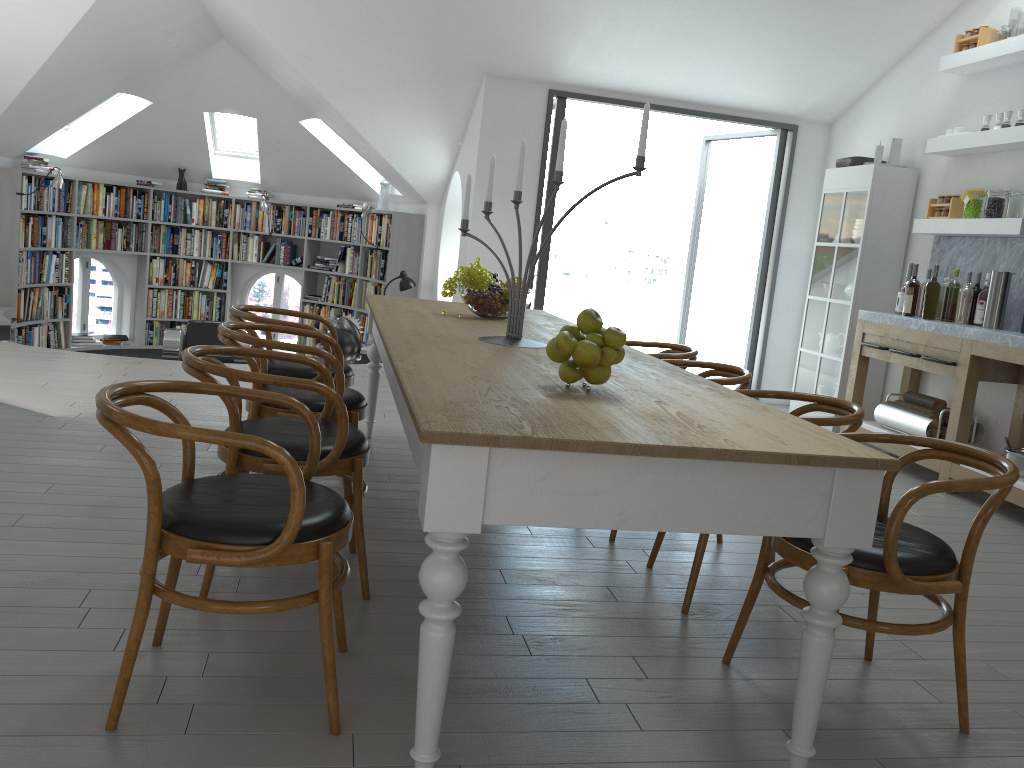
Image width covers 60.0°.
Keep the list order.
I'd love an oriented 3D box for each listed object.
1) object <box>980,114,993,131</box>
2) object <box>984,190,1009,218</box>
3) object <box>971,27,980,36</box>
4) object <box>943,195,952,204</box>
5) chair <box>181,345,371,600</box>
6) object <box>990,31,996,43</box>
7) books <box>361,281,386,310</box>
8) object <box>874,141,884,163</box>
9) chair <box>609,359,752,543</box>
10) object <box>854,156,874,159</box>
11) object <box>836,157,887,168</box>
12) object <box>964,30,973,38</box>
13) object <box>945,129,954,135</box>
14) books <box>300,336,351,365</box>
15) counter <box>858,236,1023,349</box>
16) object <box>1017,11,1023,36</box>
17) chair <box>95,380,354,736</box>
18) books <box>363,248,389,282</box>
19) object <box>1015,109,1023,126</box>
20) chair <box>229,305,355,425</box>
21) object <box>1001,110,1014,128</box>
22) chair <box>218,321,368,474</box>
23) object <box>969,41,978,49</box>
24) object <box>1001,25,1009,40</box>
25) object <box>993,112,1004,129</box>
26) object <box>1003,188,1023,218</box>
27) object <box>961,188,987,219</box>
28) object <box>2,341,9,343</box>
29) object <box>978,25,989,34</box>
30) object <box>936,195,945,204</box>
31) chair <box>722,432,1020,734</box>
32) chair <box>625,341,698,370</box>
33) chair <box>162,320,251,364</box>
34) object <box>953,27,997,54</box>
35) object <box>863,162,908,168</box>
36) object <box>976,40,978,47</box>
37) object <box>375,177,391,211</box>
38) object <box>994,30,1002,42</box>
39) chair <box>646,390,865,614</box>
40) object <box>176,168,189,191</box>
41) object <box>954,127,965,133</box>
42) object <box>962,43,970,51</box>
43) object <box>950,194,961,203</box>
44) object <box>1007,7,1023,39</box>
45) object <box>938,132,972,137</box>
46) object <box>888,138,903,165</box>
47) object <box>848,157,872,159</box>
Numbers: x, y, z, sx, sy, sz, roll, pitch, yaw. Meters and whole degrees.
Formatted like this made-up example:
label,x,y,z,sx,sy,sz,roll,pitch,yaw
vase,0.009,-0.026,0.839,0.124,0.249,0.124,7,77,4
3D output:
label,x,y,z,sx,sy,sz,roll,pitch,yaw
object,2.988,-1.634,5.585,0.064,0.124,0.068,4,8,-18
object,2.973,-1.102,5.455,0.120,0.182,0.120,7,8,3
object,3.019,-2.279,5.765,0.058,0.075,0.059,8,8,11
object,2.905,-1.223,5.902,0.058,0.075,0.059,8,8,11
chair,-0.765,0.269,2.879,0.621,0.732,0.530,4,8,-17
object,3.049,-2.161,5.583,0.082,0.105,0.082,-1,11,-43
books,-1.439,-0.963,10.081,0.275,0.346,1.025,2,10,-27
object,2.673,-1.680,6.457,0.054,0.195,0.054,8,8,13
chair,0.687,0.268,3.869,0.621,0.732,0.530,4,8,-15
object,2.656,-1.660,6.755,0.170,0.119,0.171,4,9,-12
object,2.654,-1.642,6.757,0.298,0.119,0.300,4,9,-12
object,3.006,-2.290,5.830,0.058,0.075,0.059,8,8,11
object,2.928,-1.662,5.907,0.057,0.061,0.058,4,8,-12
books,-2.013,-0.370,10.709,1.502,0.310,0.360,14,11,40
counter,3.519,-0.144,2.994,0.961,0.617,6.605,4,9,-12
object,3.081,-2.161,5.370,0.054,0.178,0.054,1,9,-35
chair,-0.694,0.391,2.163,0.621,0.732,0.529,5,8,-9
books,-1.407,-1.343,10.034,0.279,0.357,1.057,2,10,-26
object,3.043,-1.583,5.302,0.064,0.124,0.068,4,8,-18
chair,-1.068,0.013,4.286,0.621,0.732,0.529,5,8,-9
object,3.011,-1.601,5.391,0.064,0.124,0.068,4,8,-18
chair,-0.889,0.143,3.588,0.621,0.732,0.529,4,8,-12
object,3.010,-2.194,5.776,0.058,0.075,0.059,8,8,11
object,3.022,-2.134,5.417,0.071,0.098,0.071,13,11,42
object,3.010,-1.615,5.477,0.064,0.124,0.068,4,8,-18
object,3.016,-1.061,5.247,0.207,0.177,0.103,8,8,10
object,2.934,-1.143,5.647,0.128,0.198,0.164,4,8,-17
object,-4.378,-0.327,7.495,0.474,0.082,0.218,14,12,40
object,3.032,-2.267,5.700,0.058,0.075,0.059,8,8,11
object,2.892,-1.235,5.967,0.058,0.075,0.059,8,8,11
chair,1.014,0.526,2.470,0.621,0.732,0.530,4,8,-15
chair,0.607,0.146,4.585,0.621,0.732,0.529,4,8,-12
chair,-3.119,-0.261,9.098,0.822,0.717,0.744,4,9,-17
object,3.012,-2.217,5.771,0.120,0.145,0.238,4,9,-12
object,2.717,-1.583,6.458,0.295,0.024,0.151,8,9,12
object,3.023,-2.182,5.711,0.058,0.075,0.059,8,8,11
object,-1.456,-2.209,10.136,0.179,0.471,0.180,6,8,-3
object,3.035,-2.139,5.499,0.077,0.085,0.077,9,9,20
chair,0.885,0.400,3.174,0.621,0.732,0.529,5,8,-9
object,-3.959,-2.458,10.668,0.147,0.264,0.203,4,8,-15
object,2.941,-1.654,5.834,0.054,0.071,0.054,4,8,-13
object,2.997,-2.206,5.841,0.058,0.075,0.059,8,8,11
object,2.918,-1.211,5.837,0.058,0.075,0.059,8,8,11
object,3.025,-2.166,5.339,0.063,0.186,0.063,-1,10,-43
object,2.938,-1.627,5.838,0.113,0.024,0.296,4,9,-12
object,2.777,-1.672,6.432,0.072,0.210,0.071,8,8,11
object,2.655,-1.651,6.756,0.238,0.119,0.239,4,9,-12
